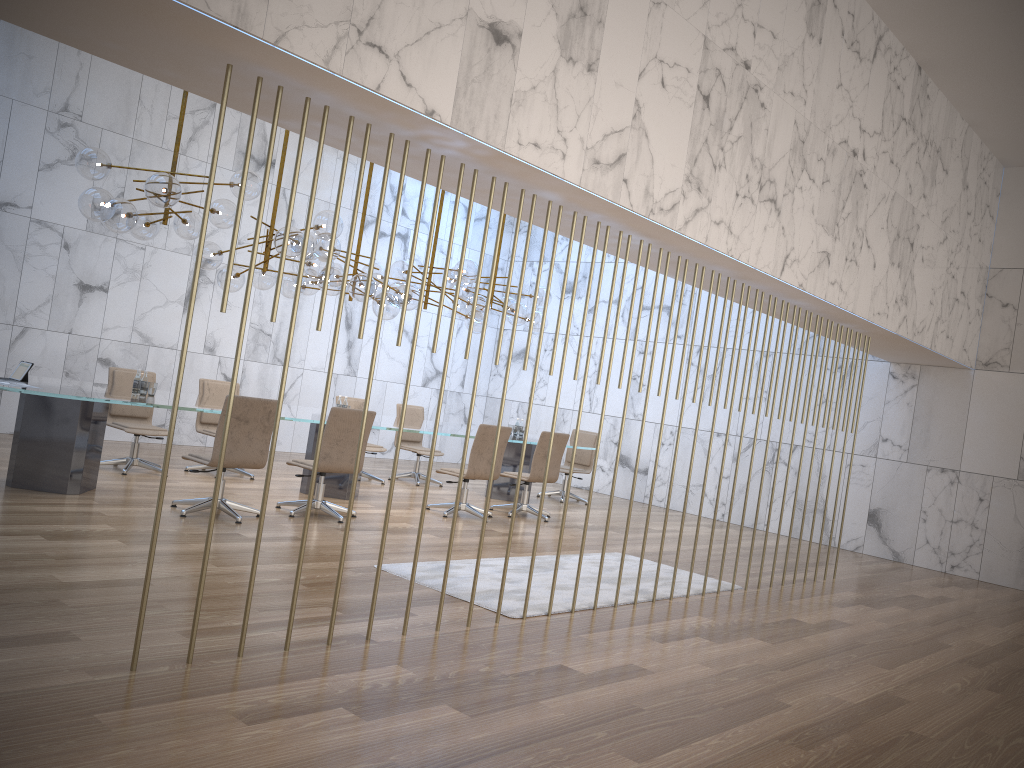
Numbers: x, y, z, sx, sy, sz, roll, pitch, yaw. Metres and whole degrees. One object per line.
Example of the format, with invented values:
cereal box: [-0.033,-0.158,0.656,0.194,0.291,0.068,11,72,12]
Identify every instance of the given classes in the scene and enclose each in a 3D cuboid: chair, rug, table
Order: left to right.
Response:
chair: [-3.763,0.374,8.914,0.697,1.000,0.726,8,-1,41]
chair: [-3.113,0.485,9.650,0.697,1.000,0.726,8,-1,41]
chair: [-2.312,0.571,7.195,0.697,1.000,0.726,8,-1,42]
chair: [-1.655,0.684,7.939,0.697,1.000,0.726,8,-1,42]
table: [-1.874,0.750,9.390,2.092,0.835,7.924,8,-1,42]
chair: [-1.898,0.694,11.024,0.697,1.000,0.726,8,-1,41]
chair: [-1.240,0.807,11.769,0.697,1.000,0.726,8,-1,41]
chair: [-0.438,0.892,9.317,0.697,1.000,0.726,8,-1,42]
chair: [0.216,1.005,10.057,0.697,1.000,0.726,8,-1,42]
chair: [0.806,1.132,12.412,0.726,1.000,0.697,8,-1,42]
rug: [0.507,1.490,6.844,1.320,0.034,3.025,8,-1,41]

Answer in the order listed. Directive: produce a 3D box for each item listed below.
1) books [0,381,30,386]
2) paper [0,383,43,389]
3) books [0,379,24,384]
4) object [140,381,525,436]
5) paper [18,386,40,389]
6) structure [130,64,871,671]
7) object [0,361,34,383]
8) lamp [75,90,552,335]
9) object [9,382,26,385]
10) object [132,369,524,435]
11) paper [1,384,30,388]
books: [-3.749,-0.010,6.607,0.239,0.012,0.205,8,-1,29]
paper: [-3.649,0.009,6.541,0.210,0.001,0.290,8,-1,35]
books: [-3.805,-0.022,6.678,0.126,0.012,0.205,8,-1,39]
object: [-1.573,0.318,9.604,0.183,0.117,5.112,8,-1,42]
paper: [-3.649,0.010,6.541,0.210,0.001,0.290,8,-1,36]
structure: [1.047,0.335,6.228,0.023,2.456,7.223,8,-1,42]
object: [-3.953,-0.109,7.028,0.255,0.159,0.205,8,-1,42]
lamp: [-1.525,-2.043,9.346,1.557,2.716,5.672,8,-1,42]
object: [-3.661,-0.003,6.580,0.011,0.011,0.158,8,-1,17]
object: [-1.593,0.267,9.647,0.124,0.213,5.189,8,-1,42]
paper: [-3.649,0.010,6.541,0.210,0.001,0.290,8,-1,34]
